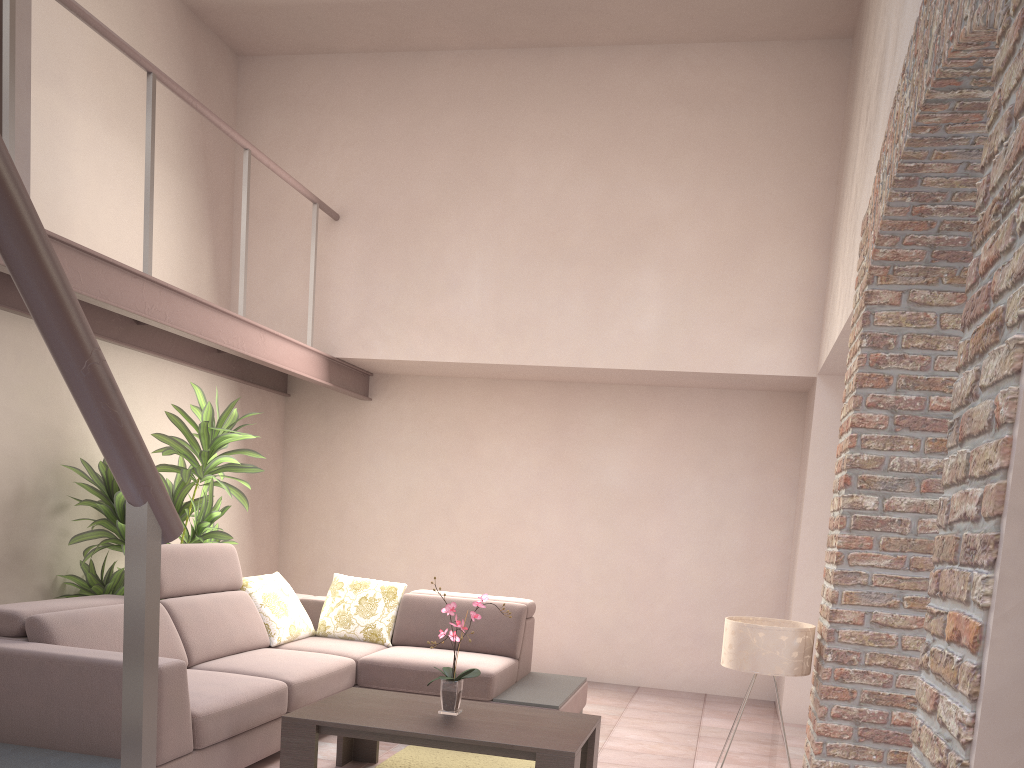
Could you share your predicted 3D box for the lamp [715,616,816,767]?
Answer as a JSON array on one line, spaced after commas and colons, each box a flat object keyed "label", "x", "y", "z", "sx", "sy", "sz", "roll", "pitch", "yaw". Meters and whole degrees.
[{"label": "lamp", "x": 1.102, "y": 1.470, "z": 4.017, "sx": 0.408, "sy": 0.862, "sz": 0.383, "roll": 5, "pitch": 4, "yaw": 13}]

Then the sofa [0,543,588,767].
[{"label": "sofa", "x": -0.903, "y": 1.324, "z": 4.432, "sx": 2.143, "sy": 0.952, "sz": 3.175, "roll": 3, "pitch": -7, "yaw": 13}]

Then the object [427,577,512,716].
[{"label": "object", "x": -0.210, "y": 1.124, "z": 3.879, "sx": 0.368, "sy": 0.606, "sz": 0.294, "roll": 4, "pitch": 4, "yaw": 7}]

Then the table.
[{"label": "table", "x": -0.273, "y": 1.594, "z": 3.887, "sx": 1.188, "sy": 0.353, "sz": 0.709, "roll": 3, "pitch": -5, "yaw": 12}]

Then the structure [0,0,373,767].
[{"label": "structure", "x": -0.845, "y": 0.045, "z": 3.464, "sx": 3.750, "sy": 3.237, "sz": 7.241, "roll": 4, "pitch": -6, "yaw": 14}]

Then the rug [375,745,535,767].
[{"label": "rug", "x": -0.357, "y": 1.721, "z": 3.605, "sx": 0.853, "sy": 0.009, "sz": 2.100, "roll": 2, "pitch": -9, "yaw": 14}]
